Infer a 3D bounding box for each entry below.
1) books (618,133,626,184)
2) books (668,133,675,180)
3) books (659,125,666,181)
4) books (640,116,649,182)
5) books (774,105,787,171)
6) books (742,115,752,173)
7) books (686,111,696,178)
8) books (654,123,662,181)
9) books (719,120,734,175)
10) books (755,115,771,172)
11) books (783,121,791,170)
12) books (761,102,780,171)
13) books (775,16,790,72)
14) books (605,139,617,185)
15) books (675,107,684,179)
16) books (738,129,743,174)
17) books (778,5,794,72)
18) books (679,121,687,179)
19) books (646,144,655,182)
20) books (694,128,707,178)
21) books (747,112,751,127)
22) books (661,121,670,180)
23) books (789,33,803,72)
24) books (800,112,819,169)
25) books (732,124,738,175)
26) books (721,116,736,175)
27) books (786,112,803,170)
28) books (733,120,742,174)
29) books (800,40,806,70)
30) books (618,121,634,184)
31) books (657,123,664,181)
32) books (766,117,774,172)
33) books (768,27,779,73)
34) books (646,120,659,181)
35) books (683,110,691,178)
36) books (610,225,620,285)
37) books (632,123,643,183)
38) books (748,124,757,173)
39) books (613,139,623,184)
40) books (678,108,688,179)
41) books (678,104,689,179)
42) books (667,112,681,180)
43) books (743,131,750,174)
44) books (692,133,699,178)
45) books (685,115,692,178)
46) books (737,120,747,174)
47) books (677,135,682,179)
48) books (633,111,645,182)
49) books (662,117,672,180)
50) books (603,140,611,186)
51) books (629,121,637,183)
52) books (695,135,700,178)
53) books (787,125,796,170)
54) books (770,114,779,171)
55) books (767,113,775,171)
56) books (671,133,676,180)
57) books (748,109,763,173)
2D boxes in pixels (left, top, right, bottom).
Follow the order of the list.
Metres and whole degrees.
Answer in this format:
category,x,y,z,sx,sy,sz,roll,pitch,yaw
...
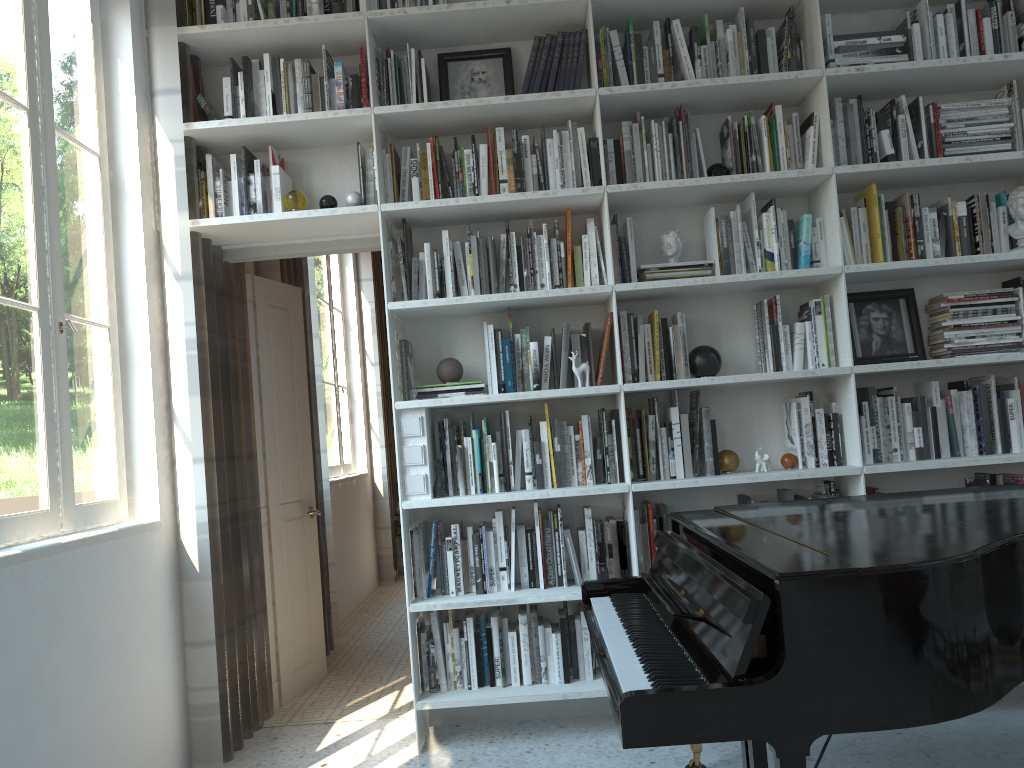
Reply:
category,x,y,z,sx,sy,sz,roll,pitch,yaw
books,0.431,-0.846,3.487,0.012,0.240,0.134,-4,-3,1
books,0.613,-0.846,3.466,0.011,0.209,0.181,-4,-3,1
books,0.581,-0.866,3.484,0.011,0.255,0.152,-4,-3,1
books,0.511,-0.875,3.468,0.010,0.283,0.184,-4,-3,1
books,1.029,-0.916,3.467,0.022,0.284,0.190,-4,-3,1
books,0.912,-0.898,3.487,0.009,0.266,0.149,-4,-3,1
books,0.688,-0.891,3.465,0.011,0.287,0.189,-4,-3,1
books,0.559,-0.864,3.461,0.012,0.251,0.184,-4,-3,1
books,0.846,-0.887,3.485,0.005,0.254,0.161,-4,-3,1
books,0.967,-0.893,3.451,0.013,0.243,0.189,-4,-3,1
books,1.058,-0.890,3.476,0.011,0.229,0.166,-4,-3,1
books,1.012,-0.925,3.471,0.006,0.303,0.165,-4,-3,1
books,1.053,-1.275,3.482,0.055,0.263,0.167,-4,-3,1
books,0.387,-0.834,3.502,0.029,0.224,0.136,-4,-3,1
books,0.650,-0.904,3.486,0.004,0.320,0.153,-4,-3,1
books,0.877,-0.870,3.481,0.013,0.216,0.149,-4,-3,1
books,1.066,-1.296,3.483,0.058,0.302,0.175,-4,-3,1
books,0.659,-0.876,3.477,0.010,0.261,0.158,-4,-3,1
books,0.534,-0.828,3.483,0.029,0.186,0.149,-4,-3,1
books,0.734,-0.866,3.480,0.031,0.232,0.148,-4,-3,1
books,0.925,-0.904,3.476,0.005,0.275,0.157,-4,-3,1
books,0.590,-0.870,3.468,0.009,0.261,0.180,-4,-3,1
books,1.113,-1.252,3.504,0.028,0.211,0.134,-4,-3,1
books,1.140,-0.902,3.444,0.064,0.237,0.209,-4,-3,1
books,0.863,-0.880,3.489,0.005,0.239,0.146,-4,-3,1
books,0.854,-0.898,3.493,0.012,0.275,0.129,-4,-3,1
books,1.097,-0.908,3.467,0.022,0.257,0.155,-4,-3,1
books,0.867,-0.883,3.465,0.005,0.240,0.174,-4,-3,1
books,1.137,-1.245,3.510,0.019,0.194,0.098,-4,-3,1
books,0.448,-0.868,3.481,0.026,0.279,0.151,-4,-3,1
books,0.570,-0.868,3.485,0.010,0.261,0.169,-4,-3,1
books,0.993,-0.898,3.475,0.017,0.253,0.139,-4,-3,1
books,1.014,-1.258,3.502,0.024,0.237,0.153,-4,-3,1
books,0.548,-0.869,3.460,0.009,0.263,0.189,-4,-3,1
books,0.675,-0.898,3.486,0.005,0.305,0.162,-4,-3,1
books,0.397,-0.483,3.472,0.024,0.257,0.134,-4,-3,1
books,0.485,-0.862,3.477,0.024,0.262,0.177,-4,-3,1
books,0.921,-0.876,3.453,0.006,0.216,0.181,-4,-3,1
books,0.414,-0.834,3.500,0.024,0.219,0.140,-4,-3,1
books,0.665,-0.903,3.491,0.005,0.316,0.157,-4,-3,1
books,0.669,-0.910,3.488,0.005,0.331,0.161,-4,-3,1
books,0.632,-0.889,3.472,0.011,0.291,0.176,-4,-3,1
books,0.905,-0.865,3.477,0.011,0.200,0.162,-4,-3,1
books,0.711,-0.857,3.490,0.012,0.218,0.151,-4,-3,1
books,0.681,-0.888,3.483,0.004,0.284,0.167,-4,-3,1
books,0.885,-0.883,3.456,0.005,0.236,0.178,-4,-3,1
books,0.647,-0.851,3.496,0.012,0.217,0.133,-4,-3,1
books,0.500,-0.890,3.491,0.011,0.317,0.154,-4,-3,1
books,0.600,-0.880,3.474,0.011,0.279,0.169,-4,-3,1
books,0.366,-0.826,3.477,0.015,0.207,0.186,-4,-3,1
books,0.466,-0.868,3.477,0.012,0.276,0.157,-4,-3,1
books,0.719,-0.853,3.488,0.004,0.209,0.132,-4,-3,1
books,1.076,-0.885,3.476,0.024,0.216,0.142,-4,-3,1
books,1.008,-0.900,3.468,0.006,0.253,0.180,-4,-3,1
books,1.003,-0.905,3.475,0.004,0.265,0.142,-4,-3,1
books,0.624,-0.854,3.491,0.011,0.226,0.129,-4,-3,1
books,0.944,-0.911,3.487,0.033,0.287,0.155,-4,-3,1
